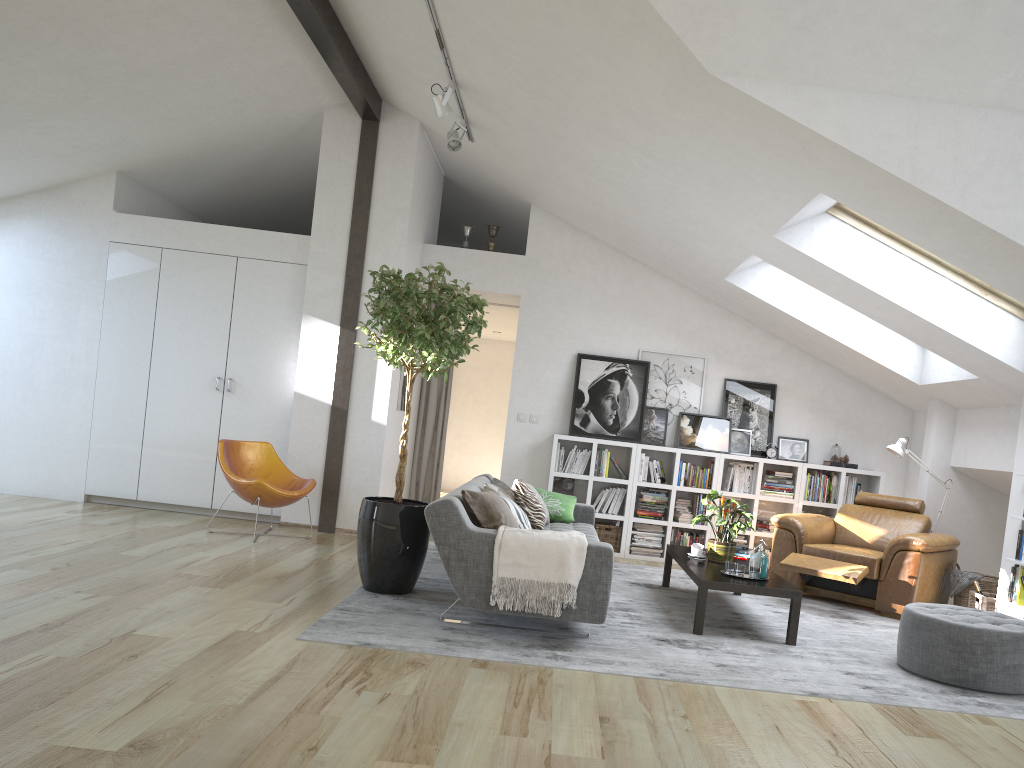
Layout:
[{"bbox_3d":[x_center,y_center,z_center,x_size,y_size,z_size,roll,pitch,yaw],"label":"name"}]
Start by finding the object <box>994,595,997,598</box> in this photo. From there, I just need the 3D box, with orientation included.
[{"bbox_3d":[3.557,1.603,6.464,0.091,0.378,0.098,8,2,42],"label":"object"}]

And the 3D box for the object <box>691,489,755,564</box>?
[{"bbox_3d":[1.417,0.992,6.037,0.445,0.526,0.369,7,0,-25],"label":"object"}]

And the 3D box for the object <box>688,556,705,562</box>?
[{"bbox_3d":[1.245,1.181,5.985,0.116,0.021,0.126,5,-3,42],"label":"object"}]

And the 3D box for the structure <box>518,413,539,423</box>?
[{"bbox_3d":[-0.467,0.321,9.992,0.188,0.080,3.628,7,-3,-20],"label":"structure"}]

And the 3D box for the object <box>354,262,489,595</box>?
[{"bbox_3d":[-0.593,0.256,5.376,0.822,2.023,0.790,6,1,-21],"label":"object"}]

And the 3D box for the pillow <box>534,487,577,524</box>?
[{"bbox_3d":[0.271,0.922,6.710,0.427,0.261,0.236,7,0,2],"label":"pillow"}]

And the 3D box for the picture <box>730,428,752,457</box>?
[{"bbox_3d":[2.080,0.536,8.222,0.271,0.245,0.086,7,1,-1],"label":"picture"}]

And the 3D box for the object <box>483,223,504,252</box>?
[{"bbox_3d":[-0.186,-1.369,8.361,0.126,0.277,0.159,6,1,-42],"label":"object"}]

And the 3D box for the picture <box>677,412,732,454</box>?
[{"bbox_3d":[1.781,0.453,8.203,0.494,0.341,0.145,7,1,-1],"label":"picture"}]

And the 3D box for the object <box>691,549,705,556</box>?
[{"bbox_3d":[1.248,1.140,5.985,0.085,0.050,0.077,7,-1,-22],"label":"object"}]

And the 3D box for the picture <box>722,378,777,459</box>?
[{"bbox_3d":[2.205,0.322,8.290,0.494,0.703,0.156,7,2,-1],"label":"picture"}]

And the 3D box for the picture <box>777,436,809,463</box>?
[{"bbox_3d":[2.644,0.619,8.347,0.290,0.225,0.079,7,1,-1],"label":"picture"}]

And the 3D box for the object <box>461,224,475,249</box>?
[{"bbox_3d":[-0.426,-1.379,8.356,0.106,0.242,0.113,7,1,32],"label":"object"}]

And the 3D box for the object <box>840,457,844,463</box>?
[{"bbox_3d":[3.074,0.709,8.304,0.057,0.055,0.064,7,-1,-40],"label":"object"}]

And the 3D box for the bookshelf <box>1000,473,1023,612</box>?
[{"bbox_3d":[3.399,1.095,5.137,0.250,1.062,1.653,7,-1,3],"label":"bookshelf"}]

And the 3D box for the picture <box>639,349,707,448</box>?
[{"bbox_3d":[1.464,0.145,8.303,0.638,0.886,0.093,7,2,-1],"label":"picture"}]

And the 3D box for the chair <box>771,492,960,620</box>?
[{"bbox_3d":[2.695,1.294,6.948,1.247,0.870,1.467,6,-2,41],"label":"chair"}]

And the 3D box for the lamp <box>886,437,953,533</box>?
[{"bbox_3d":[3.290,1.128,7.275,0.600,1.370,0.225,7,2,4],"label":"lamp"}]

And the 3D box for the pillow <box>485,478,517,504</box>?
[{"bbox_3d":[-0.050,0.823,6.060,0.254,0.318,0.664,7,-2,3],"label":"pillow"}]

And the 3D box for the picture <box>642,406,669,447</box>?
[{"bbox_3d":[1.283,0.388,8.253,0.320,0.357,0.075,7,2,-1],"label":"picture"}]

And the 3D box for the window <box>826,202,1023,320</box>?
[{"bbox_3d":[2.646,-0.795,5.170,1.841,0.730,1.521,7,-2,1],"label":"window"}]

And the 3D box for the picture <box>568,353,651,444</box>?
[{"bbox_3d":[0.908,0.134,8.249,0.687,0.776,0.130,7,2,-1],"label":"picture"}]

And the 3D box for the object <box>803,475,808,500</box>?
[{"bbox_3d":[2.691,0.956,8.238,0.030,0.231,0.168,7,0,3],"label":"object"}]

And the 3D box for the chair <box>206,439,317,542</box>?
[{"bbox_3d":[-1.955,0.829,6.978,0.672,0.724,0.698,6,0,32],"label":"chair"}]

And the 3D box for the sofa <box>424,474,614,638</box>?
[{"bbox_3d":[0.082,1.023,5.741,0.991,0.684,2.546,7,-2,3],"label":"sofa"}]

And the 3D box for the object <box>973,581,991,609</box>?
[{"bbox_3d":[3.427,1.614,6.428,0.097,0.333,0.278,6,0,-13],"label":"object"}]

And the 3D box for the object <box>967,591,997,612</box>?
[{"bbox_3d":[3.476,1.664,6.406,0.274,0.271,0.278,7,0,6],"label":"object"}]

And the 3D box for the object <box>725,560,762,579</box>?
[{"bbox_3d":[1.416,1.130,5.454,0.222,0.107,0.102,6,-1,28],"label":"object"}]

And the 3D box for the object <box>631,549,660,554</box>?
[{"bbox_3d":[1.231,1.538,8.216,0.257,0.019,0.162,7,-2,-3],"label":"object"}]

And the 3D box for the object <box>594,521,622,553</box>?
[{"bbox_3d":[0.858,1.412,8.210,0.248,0.241,0.242,7,0,-9],"label":"object"}]

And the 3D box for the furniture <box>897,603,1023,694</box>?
[{"bbox_3d":[2.521,1.440,4.899,0.752,0.357,0.720,7,-2,-16],"label":"furniture"}]

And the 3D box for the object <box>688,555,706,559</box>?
[{"bbox_3d":[1.246,1.171,5.985,0.116,0.021,0.126,5,-3,42],"label":"object"}]

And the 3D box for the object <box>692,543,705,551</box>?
[{"bbox_3d":[1.251,1.112,5.982,0.081,0.068,0.080,6,-1,16],"label":"object"}]

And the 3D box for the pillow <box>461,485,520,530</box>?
[{"bbox_3d":[-0.106,0.760,4.962,0.294,0.338,0.606,7,-1,12],"label":"pillow"}]

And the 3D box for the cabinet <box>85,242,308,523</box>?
[{"bbox_3d":[-2.697,0.004,7.641,1.740,2.246,0.124,7,2,-1],"label":"cabinet"}]

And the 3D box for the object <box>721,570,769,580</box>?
[{"bbox_3d":[1.446,1.188,5.517,0.294,0.012,0.306,6,-3,15],"label":"object"}]

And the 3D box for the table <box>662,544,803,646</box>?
[{"bbox_3d":[1.415,1.373,5.958,0.600,0.325,1.603,7,-2,3],"label":"table"}]

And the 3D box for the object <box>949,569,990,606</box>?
[{"bbox_3d":[3.493,1.595,6.750,0.378,0.333,0.294,7,0,-23],"label":"object"}]

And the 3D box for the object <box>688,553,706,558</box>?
[{"bbox_3d":[1.244,1.161,5.985,0.122,0.024,0.120,7,-2,-3],"label":"object"}]

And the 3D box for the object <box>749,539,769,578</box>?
[{"bbox_3d":[1.539,1.083,5.516,0.115,0.240,0.122,7,1,27],"label":"object"}]

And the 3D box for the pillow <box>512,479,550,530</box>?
[{"bbox_3d":[0.125,0.821,6.132,0.270,0.341,0.580,7,-1,6],"label":"pillow"}]

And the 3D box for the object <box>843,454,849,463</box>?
[{"bbox_3d":[3.135,0.701,8.326,0.069,0.086,0.066,7,0,1],"label":"object"}]

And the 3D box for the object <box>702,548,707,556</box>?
[{"bbox_3d":[1.325,1.178,6.225,0.129,0.079,0.066,7,-1,-32],"label":"object"}]

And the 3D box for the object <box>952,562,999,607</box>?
[{"bbox_3d":[3.560,1.609,6.781,0.390,0.433,0.397,7,0,8],"label":"object"}]

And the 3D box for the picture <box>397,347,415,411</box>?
[{"bbox_3d":[-0.969,-0.103,8.194,0.008,0.701,0.601,7,0,4],"label":"picture"}]

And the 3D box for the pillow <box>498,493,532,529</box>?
[{"bbox_3d":[-0.038,0.823,5.494,0.346,0.284,0.580,7,-2,2],"label":"pillow"}]

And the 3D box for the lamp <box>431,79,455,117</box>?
[{"bbox_3d":[-0.470,-1.910,5.954,0.158,0.254,0.155,7,1,-7],"label":"lamp"}]

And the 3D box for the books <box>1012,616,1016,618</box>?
[{"bbox_3d":[3.429,1.581,5.858,0.145,0.029,0.237,7,-2,2],"label":"books"}]

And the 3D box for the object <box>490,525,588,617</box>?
[{"bbox_3d":[0.140,0.951,4.560,0.463,0.419,0.371,7,0,4],"label":"object"}]

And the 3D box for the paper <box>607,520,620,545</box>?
[{"bbox_3d":[0.873,1.384,8.212,0.185,0.272,0.194,7,0,-9],"label":"paper"}]

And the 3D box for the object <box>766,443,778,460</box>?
[{"bbox_3d":[2.386,0.616,8.148,0.108,0.151,0.051,7,1,15],"label":"object"}]

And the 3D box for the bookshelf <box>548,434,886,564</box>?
[{"bbox_3d":[1.844,1.161,8.232,3.049,1.052,0.299,7,1,-1],"label":"bookshelf"}]

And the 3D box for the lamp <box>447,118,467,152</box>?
[{"bbox_3d":[-0.417,-1.873,6.690,0.149,0.250,0.176,6,0,-10],"label":"lamp"}]
